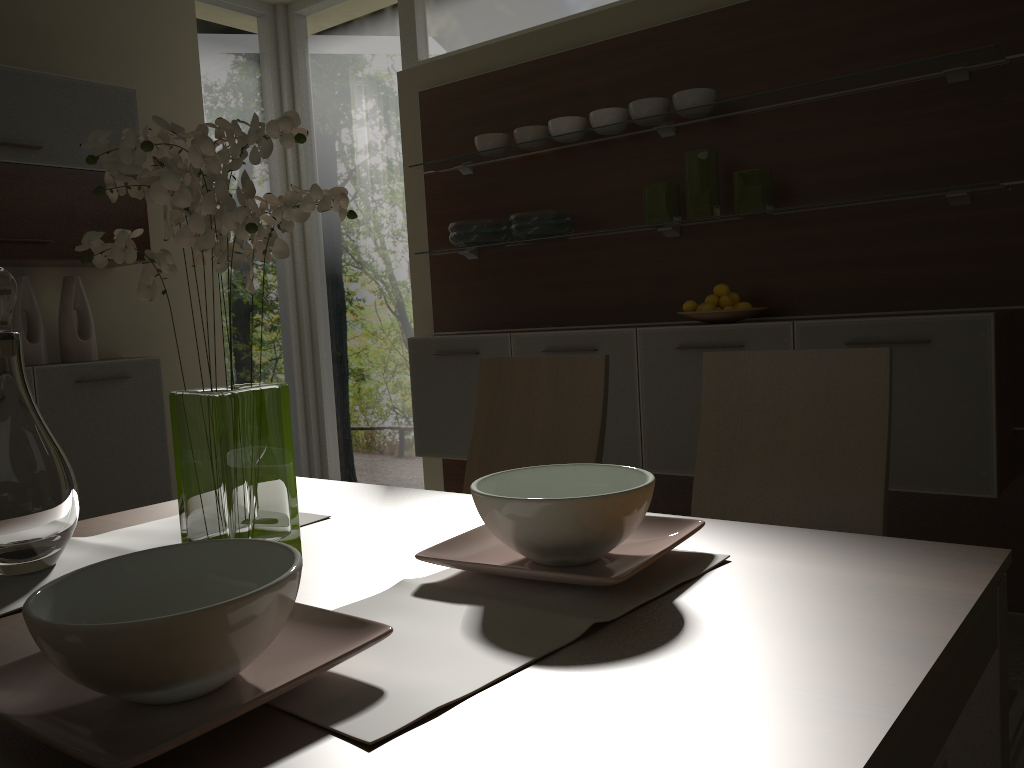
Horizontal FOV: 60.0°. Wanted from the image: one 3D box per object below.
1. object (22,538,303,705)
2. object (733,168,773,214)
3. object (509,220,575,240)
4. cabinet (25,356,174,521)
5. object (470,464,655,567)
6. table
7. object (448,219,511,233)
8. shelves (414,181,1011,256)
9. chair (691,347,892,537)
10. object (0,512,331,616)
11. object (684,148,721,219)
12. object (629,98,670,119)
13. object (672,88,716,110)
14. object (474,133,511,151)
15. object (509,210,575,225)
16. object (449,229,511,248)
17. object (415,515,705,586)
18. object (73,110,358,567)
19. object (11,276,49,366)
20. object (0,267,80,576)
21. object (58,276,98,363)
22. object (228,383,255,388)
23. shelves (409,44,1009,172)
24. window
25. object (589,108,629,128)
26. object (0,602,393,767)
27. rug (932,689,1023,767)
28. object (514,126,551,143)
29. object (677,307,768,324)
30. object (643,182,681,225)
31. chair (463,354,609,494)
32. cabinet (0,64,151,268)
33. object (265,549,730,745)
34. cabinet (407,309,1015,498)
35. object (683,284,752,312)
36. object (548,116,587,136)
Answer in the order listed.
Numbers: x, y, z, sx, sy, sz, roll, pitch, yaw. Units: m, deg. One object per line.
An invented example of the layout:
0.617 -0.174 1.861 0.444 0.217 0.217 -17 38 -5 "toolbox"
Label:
-0.304 0.220 0.797 0.232 0.107 0.233 -7 6 -41 "object"
0.897 -0.712 3.298 0.111 0.160 0.112 0 6 37 "object"
0.132 -0.665 3.874 0.288 0.068 0.288 -4 4 -3 "object"
-2.438 0.488 3.364 0.372 1.018 2.318 0 6 38 "cabinet"
0.066 0.171 1.127 0.233 0.101 0.233 -1 5 27 "object"
-0.223 0.644 1.163 1.411 0.790 1.000 0 6 38 "table"
-0.148 -0.707 4.080 0.288 0.068 0.288 -4 4 -3 "object"
0.586 -0.629 3.563 2.463 0.008 0.255 0 6 38 "shelves"
0.422 0.464 1.525 0.404 1.017 0.507 0 5 35 "chair"
-0.590 0.250 1.338 0.287 0.010 0.589 0 5 35 "object"
0.729 -0.762 3.395 0.099 0.259 0.099 0 6 37 "object"
0.546 -1.076 3.514 0.163 0.077 0.163 -4 4 -3 "object"
0.700 -1.077 3.407 0.163 0.077 0.163 -4 4 -3 "object"
-0.086 -1.077 4.005 0.163 0.077 0.163 -4 4 -3 "object"
0.130 -0.707 3.871 0.288 0.068 0.288 -4 4 -3 "object"
-0.145 -0.665 4.084 0.288 0.068 0.288 -4 4 -3 "object"
0.069 0.211 1.131 0.283 0.033 0.283 -1 5 32 "object"
-0.370 -0.048 1.156 0.302 0.608 0.304 1 6 41 "object"
-2.106 -0.272 3.829 0.153 0.384 0.153 -5 5 -18 "object"
-0.706 0.049 1.247 0.156 0.426 0.156 -4 5 -11 "object"
-1.970 -0.293 4.004 0.153 0.384 0.153 -5 5 -18 "object"
-0.429 0.116 1.471 0.075 0.232 0.075 -4 4 -3 "object"
0.562 -1.036 3.531 2.463 0.008 0.255 0 6 38 "shelves"
-1.338 -0.434 1.647 4.466 3.000 6.429 0 5 35 "window"
0.401 -1.078 3.645 0.163 0.077 0.163 -4 5 -11 "object"
-0.300 0.260 0.803 0.283 0.041 0.283 0 6 37 "object"
1.274 0.886 2.011 1.613 0.010 0.843 0 6 38 "rug"
0.090 -1.079 3.897 0.163 0.077 0.163 -4 4 -3 "object"
0.799 -0.256 3.373 0.337 0.053 0.337 -5 5 -21 "object"
0.596 -0.711 3.517 0.112 0.160 0.111 0 6 37 "object"
-0.052 0.465 1.877 0.404 1.017 0.507 0 6 38 "chair"
-2.516 -0.847 3.259 0.372 0.789 2.318 0 6 38 "cabinet"
-0.025 0.244 0.991 0.287 0.010 0.589 1 6 41 "object"
0.590 0.051 3.569 2.463 0.570 0.372 0 6 38 "cabinet"
0.779 -0.310 3.374 0.259 0.139 0.230 -3 4 8 "object"
0.236 -1.077 3.757 0.163 0.077 0.163 -4 4 -3 "object"
